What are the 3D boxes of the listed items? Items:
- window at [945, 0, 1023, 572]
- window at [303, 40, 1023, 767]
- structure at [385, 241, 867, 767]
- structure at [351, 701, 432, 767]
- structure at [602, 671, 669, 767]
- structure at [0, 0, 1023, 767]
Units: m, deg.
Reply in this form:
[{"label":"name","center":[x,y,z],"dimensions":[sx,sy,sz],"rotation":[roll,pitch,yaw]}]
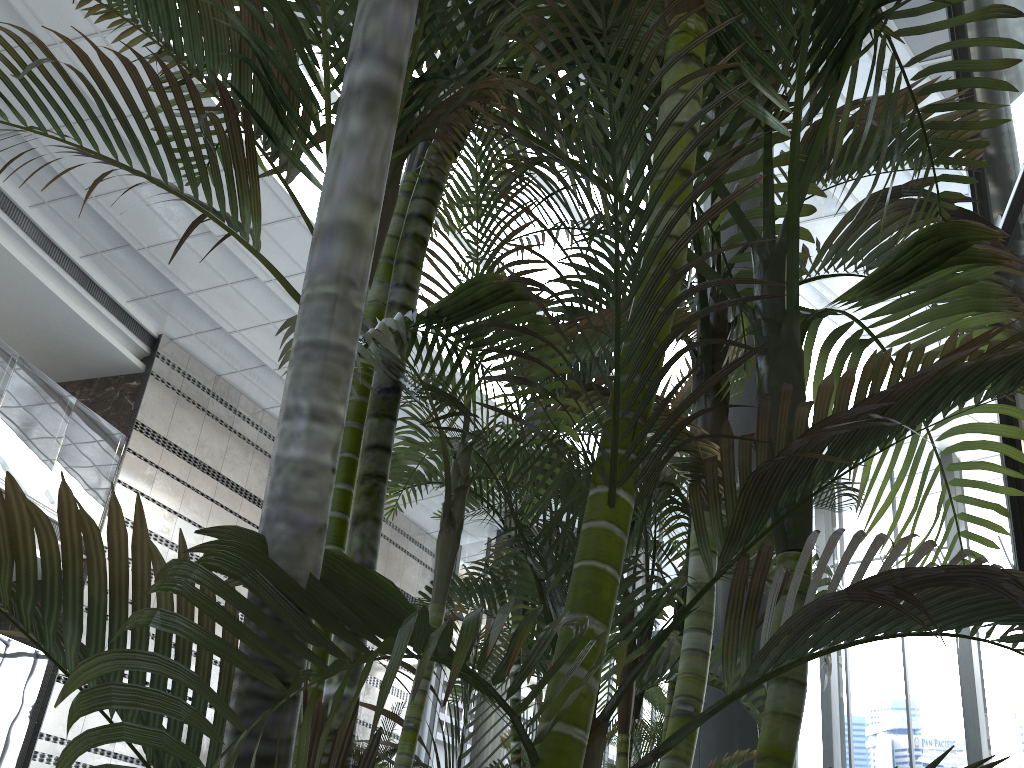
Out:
[{"label":"window","center":[4.876,0.294,4.044],"dimensions":[4.234,7.188,17.070],"rotation":[-10,-35,30]},{"label":"window","center":[-1.701,0.769,7.234],"dimensions":[14.019,9.024,20.199],"rotation":[-24,-42,39]},{"label":"structure","center":[0.328,1.302,2.740],"dimensions":[1.631,3.338,2.300],"rotation":[-2,-28,18]},{"label":"structure","center":[-2.455,6.387,11.386],"dimensions":[2.561,4.170,2.686],"rotation":[-15,-34,36]},{"label":"structure","center":[1.055,3.282,5.372],"dimensions":[1.397,3.097,1.371],"rotation":[-3,-27,19]},{"label":"structure","center":[-0.111,-0.216,1.285],"dimensions":[2.412,4.169,2.847],"rotation":[-1,-28,15]}]
